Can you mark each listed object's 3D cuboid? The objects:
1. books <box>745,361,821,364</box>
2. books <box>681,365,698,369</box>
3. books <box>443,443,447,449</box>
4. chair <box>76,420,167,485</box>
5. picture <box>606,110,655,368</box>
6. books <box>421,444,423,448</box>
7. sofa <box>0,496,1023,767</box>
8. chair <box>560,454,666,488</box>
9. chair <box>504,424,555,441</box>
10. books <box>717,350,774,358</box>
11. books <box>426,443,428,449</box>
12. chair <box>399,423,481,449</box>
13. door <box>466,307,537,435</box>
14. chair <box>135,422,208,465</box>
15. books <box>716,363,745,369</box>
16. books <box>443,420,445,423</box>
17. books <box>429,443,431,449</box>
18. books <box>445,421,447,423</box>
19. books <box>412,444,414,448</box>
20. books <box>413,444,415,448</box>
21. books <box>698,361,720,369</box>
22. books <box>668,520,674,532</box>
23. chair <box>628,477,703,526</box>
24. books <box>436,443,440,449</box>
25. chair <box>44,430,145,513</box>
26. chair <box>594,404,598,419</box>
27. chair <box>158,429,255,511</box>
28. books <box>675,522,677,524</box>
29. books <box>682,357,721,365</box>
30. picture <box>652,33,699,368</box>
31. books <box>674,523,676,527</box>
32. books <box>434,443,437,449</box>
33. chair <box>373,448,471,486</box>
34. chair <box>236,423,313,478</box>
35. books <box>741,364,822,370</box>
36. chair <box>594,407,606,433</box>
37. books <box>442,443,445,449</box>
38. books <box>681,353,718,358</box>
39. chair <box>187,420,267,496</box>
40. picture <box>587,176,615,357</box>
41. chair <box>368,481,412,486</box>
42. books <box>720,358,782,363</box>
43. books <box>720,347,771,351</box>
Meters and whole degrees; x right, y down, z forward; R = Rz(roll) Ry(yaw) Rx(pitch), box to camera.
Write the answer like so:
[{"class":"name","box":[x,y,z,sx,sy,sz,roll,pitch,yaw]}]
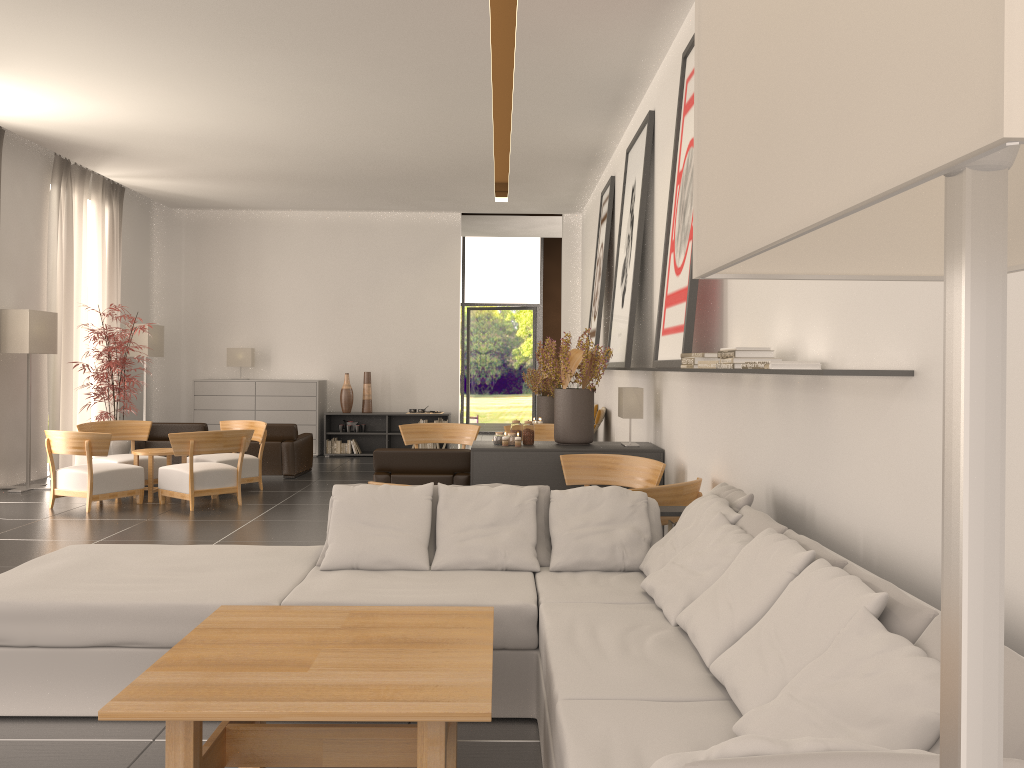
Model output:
[{"class":"books","box":[1.772,-0.140,5.826,0.337,0.018,0.433,0,1,-6]},{"class":"books","box":[1.733,-0.152,7.850,0.376,0.032,0.504,0,1,-1]},{"class":"books","box":[-1.672,1.555,22.079,0.156,0.371,0.252,0,0,-1]},{"class":"chair","box":[-6.810,1.282,15.613,1.151,1.226,1.452,1,1,34]},{"class":"picture","box":[1.716,-1.983,13.095,0.384,3.493,2.193,0,0,-1]},{"class":"books","box":[-2.225,1.571,22.069,0.057,0.328,0.257,0,0,-1]},{"class":"sofa","box":[-0.883,1.547,4.625,5.525,1.205,5.605,0,1,-1]},{"class":"chair","box":[0.951,1.456,10.044,1.452,1.226,1.151,1,1,39]},{"class":"chair","box":[0.577,1.339,15.453,1.452,1.226,1.151,0,1,-1]},{"class":"books","box":[1.707,-0.215,6.500,0.284,0.053,0.485,0,1,-1]},{"class":"books","box":[-2.110,1.547,22.089,0.041,0.377,0.221,0,0,-1]},{"class":"chair","box":[-1.282,1.323,15.427,1.452,1.226,1.151,0,1,-1]},{"class":"door","box":[-0.368,-0.433,29.600,2.377,4.269,0.100,1,0,14]},{"class":"chair","box":[-6.785,1.300,18.185,1.538,1.076,1.500,0,1,-1]},{"class":"books","box":[1.716,-0.131,6.510,0.316,0.040,0.504,0,1,-1]},{"class":"books","box":[-1.683,1.064,22.051,0.039,0.313,0.246,0,0,-1]},{"class":"books","box":[-2.025,1.534,22.078,0.041,0.404,0.245,0,0,-1]},{"class":"books","box":[-1.638,1.067,22.062,0.048,0.305,0.226,0,0,-1]},{"class":"books","box":[-2.456,1.555,22.070,0.154,0.360,0.249,0,0,-1]},{"class":"books","box":[-2.427,1.549,22.069,0.156,0.371,0.252,0,0,-1]},{"class":"books","box":[1.736,-0.156,7.229,0.301,0.064,0.406,0,1,-11]},{"class":"books","box":[1.313,1.258,7.322,0.015,0.241,0.180,0,0,-1]},{"class":"chair","box":[1.112,1.490,8.345,1.151,1.226,1.452,1,1,44]},{"class":"books","box":[-1.835,1.577,22.084,0.106,0.325,0.238,0,0,-1]},{"class":"chair","box":[-6.594,1.315,13.966,1.452,1.226,1.151,1,1,24]},{"class":"chair","box":[0.546,1.150,18.919,2.421,1.486,1.300,0,1,-11]},{"class":"chair","box":[-4.937,1.325,14.205,1.151,1.226,1.452,1,1,44]},{"class":"books","box":[1.372,1.267,7.320,0.028,0.222,0.175,0,0,-1]},{"class":"books","box":[1.746,-0.200,7.838,0.391,0.063,0.498,0,1,-1]},{"class":"picture","box":[1.773,-1.904,9.035,0.384,3.493,1.600,0,0,-1]},{"class":"books","box":[1.339,1.270,7.313,0.034,0.217,0.161,0,0,-1]},{"class":"books","box":[-1.916,1.564,22.103,0.057,0.346,0.197,0,0,-1]},{"class":"chair","box":[-1.267,1.445,13.090,1.538,1.076,1.500,0,1,-1]},{"class":"chair","box":[-4.998,1.315,18.210,1.538,1.076,1.500,0,1,-1]},{"class":"books","box":[1.760,-0.114,5.833,0.337,0.034,0.517,0,1,-6]},{"class":"chair","box":[0.572,1.186,17.063,2.421,1.486,1.300,1,0,9]},{"class":"books","box":[-1.701,1.561,22.080,0.154,0.360,0.249,0,0,-1]},{"class":"books","box":[1.730,-0.251,7.842,0.299,0.040,0.526,0,1,-11]},{"class":"chair","box":[-5.098,1.291,15.904,1.452,1.226,1.151,1,1,39]},{"class":"picture","box":[1.663,-2.057,16.917,0.384,3.493,1.600,0,0,-1]},{"class":"chair","box":[-0.544,1.481,8.106,1.452,1.226,1.151,1,1,24]},{"class":"books","box":[1.748,-0.169,6.510,0.350,0.038,0.525,1,1,4]},{"class":"books","box":[1.711,-0.253,6.515,0.256,0.023,0.434,0,1,-1]}]
